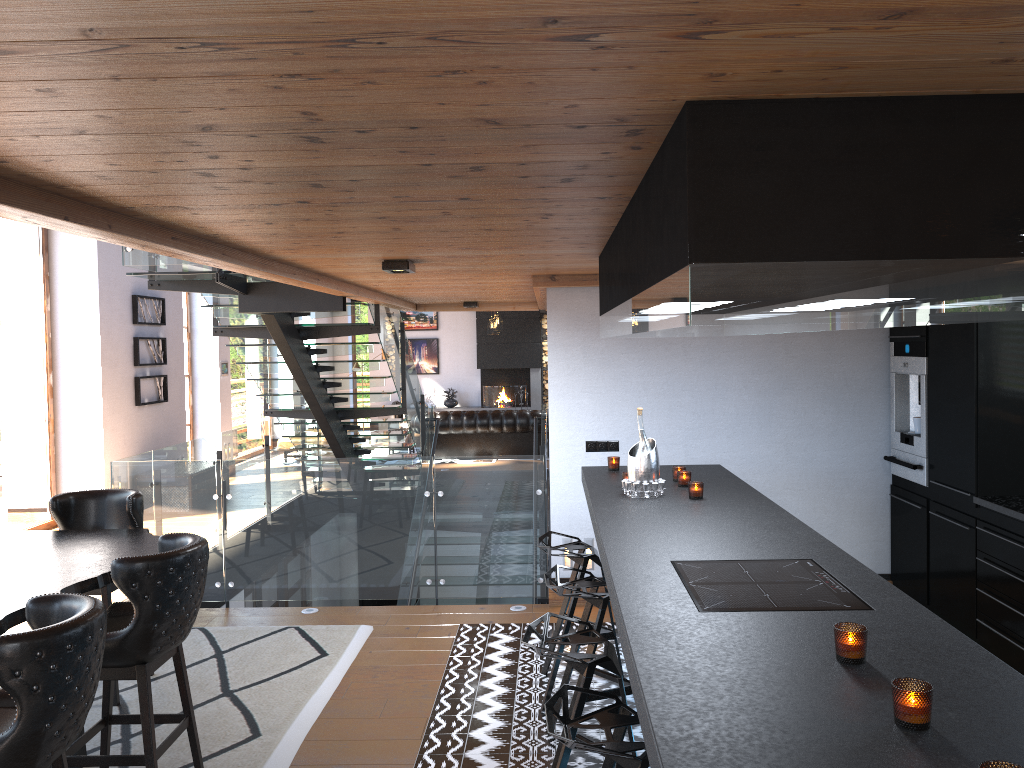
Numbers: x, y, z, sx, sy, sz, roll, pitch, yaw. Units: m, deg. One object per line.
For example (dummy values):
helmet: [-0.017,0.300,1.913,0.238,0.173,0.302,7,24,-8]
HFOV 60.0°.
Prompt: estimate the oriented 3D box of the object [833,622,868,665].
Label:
object: [0.825,0.632,2.158,0.080,0.081,0.078,-3,3,-43]

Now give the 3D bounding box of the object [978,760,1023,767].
object: [0.794,0.663,1.426,0.080,0.081,0.078,-3,3,-43]

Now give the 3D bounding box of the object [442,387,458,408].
object: [-1.376,0.305,19.836,0.338,0.455,0.337,0,2,27]

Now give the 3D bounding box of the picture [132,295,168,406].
picture: [-4.423,-0.412,10.852,0.059,1.311,0.775,-1,2,2]

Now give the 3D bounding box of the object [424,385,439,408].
object: [-1.815,0.288,19.778,0.262,0.532,0.423,-2,2,-29]

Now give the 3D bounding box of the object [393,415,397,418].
object: [-2.046,0.511,15.611,0.087,0.286,0.088,-1,2,14]

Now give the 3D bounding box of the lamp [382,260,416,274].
lamp: [-0.653,-0.683,5.126,0.155,0.068,0.261,-1,2,2]

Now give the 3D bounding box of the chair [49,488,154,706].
chair: [-2.330,1.166,4.934,0.504,1.091,0.568,-1,2,1]

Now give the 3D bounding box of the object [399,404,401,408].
object: [-1.978,0.506,15.707,0.087,0.286,0.088,-1,2,12]

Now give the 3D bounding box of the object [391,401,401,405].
object: [-2.568,0.465,19.866,0.229,0.183,0.401,-3,3,-44]

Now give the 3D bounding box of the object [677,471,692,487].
object: [0.937,0.517,4.820,0.080,0.081,0.078,-2,2,-33]

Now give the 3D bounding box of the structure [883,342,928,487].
structure: [2.744,0.185,6.023,0.255,0.945,0.598,-1,2,2]

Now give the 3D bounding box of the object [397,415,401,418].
object: [-1.984,0.513,15.544,0.086,0.286,0.089,0,2,42]

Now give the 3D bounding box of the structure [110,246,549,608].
structure: [-4.020,1.216,8.310,9.205,6.395,11.038,-1,2,2]

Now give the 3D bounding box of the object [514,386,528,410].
object: [0.211,0.557,19.327,0.311,1.017,0.304,-3,2,-43]

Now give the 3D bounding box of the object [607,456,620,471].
object: [0.631,0.493,5.494,0.078,0.081,0.080,0,3,37]

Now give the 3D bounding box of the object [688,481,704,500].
object: [0.921,0.533,4.437,0.080,0.081,0.078,-2,2,-33]

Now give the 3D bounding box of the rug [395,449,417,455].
rug: [-2.083,1.232,15.627,3.805,0.053,2.435,-1,2,2]

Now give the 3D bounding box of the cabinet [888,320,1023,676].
cabinet: [2.813,0.510,3.125,0.543,2.379,6.437,-1,2,2]

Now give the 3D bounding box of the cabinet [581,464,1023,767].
cabinet: [0.799,1.176,3.309,0.888,1.103,4.806,-1,2,2]

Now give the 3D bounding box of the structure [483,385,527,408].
structure: [-0.160,0.295,19.700,0.982,0.514,0.183,-1,2,1]

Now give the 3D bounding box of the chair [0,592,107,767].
chair: [-1.537,1.246,2.710,0.571,1.091,0.501,-2,2,-14]

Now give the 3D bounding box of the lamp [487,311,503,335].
lamp: [-0.361,-2.061,17.146,0.262,2.201,0.800,-1,2,-7]

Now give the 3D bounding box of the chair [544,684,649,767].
chair: [0.339,1.347,2.548,0.469,0.839,0.539,-1,2,-1]

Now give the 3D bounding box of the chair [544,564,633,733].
chair: [0.391,1.282,4.045,0.469,0.839,0.539,-1,2,-1]

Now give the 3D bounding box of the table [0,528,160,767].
table: [-2.386,1.343,2.943,1.428,0.949,3.801,-1,2,2]

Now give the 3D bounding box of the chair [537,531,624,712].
chair: [0.380,1.250,4.801,0.469,0.839,0.539,-1,2,2]

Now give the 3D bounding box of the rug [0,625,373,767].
rug: [-2.304,1.782,3.278,2.550,0.047,5.638,-1,2,2]

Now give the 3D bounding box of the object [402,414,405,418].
object: [-1.881,0.511,15.538,0.088,0.286,0.086,-2,2,-21]

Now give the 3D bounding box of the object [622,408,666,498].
object: [0.675,0.347,4.559,0.226,0.452,0.225,-1,2,2]

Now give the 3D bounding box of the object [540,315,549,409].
object: [0.900,-0.272,19.806,0.493,2.611,0.467,-1,2,1]

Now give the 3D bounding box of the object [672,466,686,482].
object: [0.945,0.508,5.010,0.080,0.081,0.078,-2,2,-33]

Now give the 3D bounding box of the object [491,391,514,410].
object: [-0.128,0.421,16.601,0.404,0.808,0.623,-1,2,13]

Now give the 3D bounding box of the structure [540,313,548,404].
structure: [0.906,-0.278,19.796,0.501,2.616,0.512,-1,2,2]

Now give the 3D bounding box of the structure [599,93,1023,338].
structure: [0.787,-0.435,3.448,0.710,0.476,3.254,-1,2,2]

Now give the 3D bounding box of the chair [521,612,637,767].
chair: [0.287,1.317,3.263,0.468,0.839,0.541,-1,2,8]

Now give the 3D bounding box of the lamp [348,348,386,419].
lamp: [-3.144,0.189,18.991,0.523,1.898,1.334,0,2,23]

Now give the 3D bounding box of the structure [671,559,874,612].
structure: [0.808,0.651,2.865,0.504,0.017,0.611,-1,2,2]

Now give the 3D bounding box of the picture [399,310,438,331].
picture: [-2.119,-1.613,20.067,0.879,0.816,0.036,-1,2,1]

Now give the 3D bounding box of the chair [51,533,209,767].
chair: [-1.546,1.205,3.674,0.568,1.091,0.504,-1,2,1]

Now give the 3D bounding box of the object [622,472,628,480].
object: [0.638,0.522,4.822,0.080,0.081,0.078,-2,2,-33]

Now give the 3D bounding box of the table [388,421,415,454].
table: [-1.951,0.952,15.633,0.405,0.609,0.418,-1,2,2]

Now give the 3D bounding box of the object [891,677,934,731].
object: [0.809,0.647,1.792,0.080,0.081,0.078,-3,3,-43]

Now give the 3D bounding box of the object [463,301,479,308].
object: [-0.454,-0.888,9.867,0.155,0.068,0.261,-1,2,2]

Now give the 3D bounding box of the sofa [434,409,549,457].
sofa: [-0.446,0.834,15.085,2.565,0.838,1.240,-1,2,1]

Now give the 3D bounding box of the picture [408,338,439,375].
picture: [-2.101,-0.619,20.096,0.879,0.816,0.036,-1,2,1]

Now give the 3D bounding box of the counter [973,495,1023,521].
counter: [2.846,0.711,3.777,0.531,0.040,2.570,-1,2,2]
